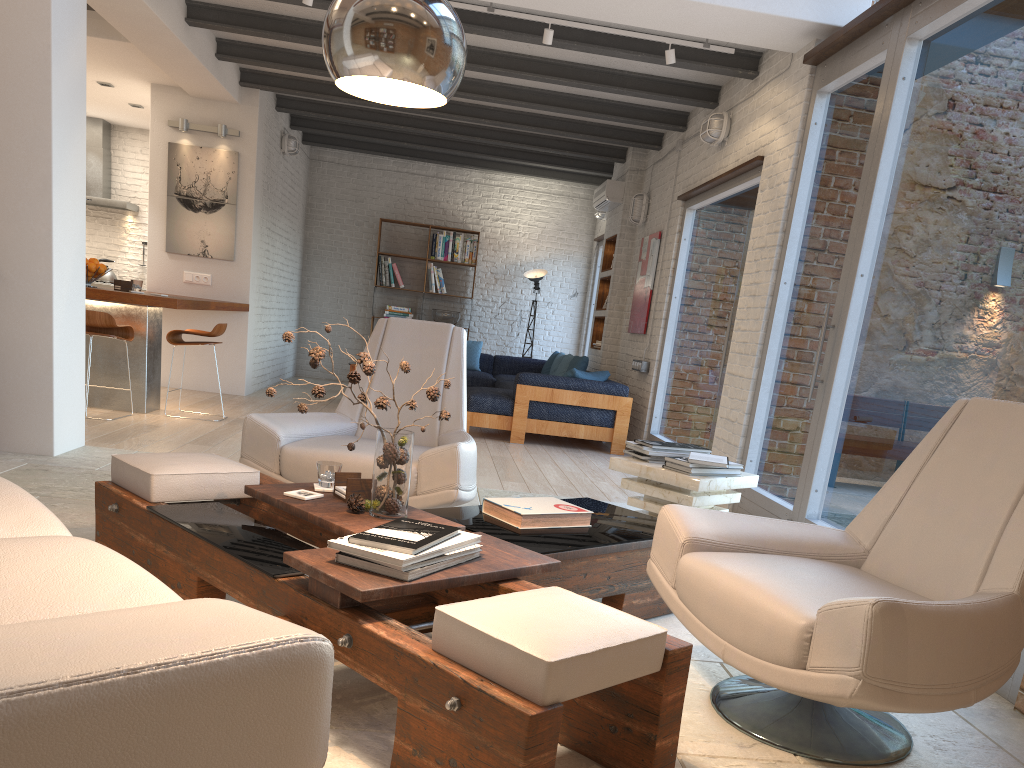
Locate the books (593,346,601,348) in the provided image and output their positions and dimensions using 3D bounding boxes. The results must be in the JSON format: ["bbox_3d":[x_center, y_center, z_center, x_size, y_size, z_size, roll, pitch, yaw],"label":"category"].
[{"bbox_3d":[1.030,-0.427,10.158,0.162,0.017,0.245,8,4,5],"label":"books"}]

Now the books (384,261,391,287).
[{"bbox_3d":[-1.682,-1.483,11.771,0.103,0.344,0.246,6,10,-5],"label":"books"}]

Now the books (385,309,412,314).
[{"bbox_3d":[-1.544,-0.983,11.882,0.356,0.021,0.264,7,4,-7],"label":"books"}]

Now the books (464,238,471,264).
[{"bbox_3d":[-0.601,-1.782,11.751,0.056,0.340,0.246,6,10,-5],"label":"books"}]

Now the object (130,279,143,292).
[{"bbox_3d":[-2.906,-0.761,6.752,0.091,0.087,0.088,9,9,9],"label":"object"}]

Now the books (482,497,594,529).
[{"bbox_3d":[0.094,0.474,3.227,0.327,0.058,0.247,4,5,-35],"label":"books"}]

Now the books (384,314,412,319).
[{"bbox_3d":[-1.560,-0.918,11.884,0.381,0.037,0.237,7,4,-11],"label":"books"}]

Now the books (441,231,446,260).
[{"bbox_3d":[-0.923,-1.849,11.709,0.036,0.396,0.235,6,11,-5],"label":"books"}]

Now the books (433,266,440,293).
[{"bbox_3d":[-1.022,-1.407,11.816,0.125,0.360,0.262,6,10,-5],"label":"books"}]

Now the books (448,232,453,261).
[{"bbox_3d":[-0.829,-1.837,11.714,0.036,0.396,0.235,6,11,-5],"label":"books"}]

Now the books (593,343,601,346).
[{"bbox_3d":[1.041,-0.452,10.140,0.171,0.019,0.229,7,4,-4],"label":"books"}]

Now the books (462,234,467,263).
[{"bbox_3d":[-0.644,-1.816,11.744,0.036,0.396,0.235,6,11,-5],"label":"books"}]

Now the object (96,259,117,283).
[{"bbox_3d":[-4.988,-1.396,10.713,0.260,0.284,0.256,10,9,16],"label":"object"}]

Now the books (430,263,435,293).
[{"bbox_3d":[-1.072,-1.430,11.797,0.104,0.396,0.235,6,11,-5],"label":"books"}]

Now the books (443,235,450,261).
[{"bbox_3d":[-0.881,-1.817,11.735,0.056,0.340,0.246,6,10,-5],"label":"books"}]

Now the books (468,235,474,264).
[{"bbox_3d":[-0.551,-1.804,11.755,0.036,0.396,0.235,6,11,-5],"label":"books"}]

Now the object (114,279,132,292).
[{"bbox_3d":[-3.037,-0.768,6.814,0.112,0.085,0.093,13,10,39],"label":"object"}]

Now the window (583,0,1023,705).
[{"bbox_3d":[2.046,-2.340,5.706,0.649,6.588,11.960,6,6,-5],"label":"window"}]

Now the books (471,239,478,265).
[{"bbox_3d":[-0.507,-1.772,11.782,0.056,0.340,0.246,6,10,-5],"label":"books"}]

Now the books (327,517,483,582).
[{"bbox_3d":[-0.267,0.434,2.333,0.246,0.077,0.395,10,5,27],"label":"books"}]

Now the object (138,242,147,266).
[{"bbox_3d":[-4.387,-1.567,11.055,0.670,0.403,0.135,7,12,-6],"label":"object"}]

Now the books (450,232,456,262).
[{"bbox_3d":[-0.794,-1.834,11.728,0.036,0.396,0.235,6,11,-5],"label":"books"}]

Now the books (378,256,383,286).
[{"bbox_3d":[-1.764,-1.517,11.730,0.091,0.397,0.235,6,11,-5],"label":"books"}]

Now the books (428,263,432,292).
[{"bbox_3d":[-1.111,-1.437,11.815,0.101,0.396,0.235,6,11,-5],"label":"books"}]

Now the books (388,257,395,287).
[{"bbox_3d":[-1.621,-1.497,11.741,0.121,0.393,0.235,6,11,-5],"label":"books"}]

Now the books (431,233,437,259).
[{"bbox_3d":[-1.051,-1.837,11.717,0.056,0.340,0.246,6,10,-5],"label":"books"}]

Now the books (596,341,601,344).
[{"bbox_3d":[1.045,-0.478,10.141,0.132,0.035,0.200,8,4,5],"label":"books"}]

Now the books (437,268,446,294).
[{"bbox_3d":[-0.954,-1.390,11.821,0.158,0.339,0.246,6,10,-5],"label":"books"}]

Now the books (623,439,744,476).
[{"bbox_3d":[0.809,0.344,3.961,0.391,0.082,0.550,6,4,-22],"label":"books"}]

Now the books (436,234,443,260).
[{"bbox_3d":[-0.972,-1.827,11.707,0.056,0.340,0.246,6,10,-5],"label":"books"}]

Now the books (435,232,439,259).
[{"bbox_3d":[-1.010,-1.847,11.716,0.021,0.370,0.262,6,10,-5],"label":"books"}]

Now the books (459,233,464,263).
[{"bbox_3d":[-0.682,-1.821,11.753,0.036,0.396,0.235,6,11,-5],"label":"books"}]

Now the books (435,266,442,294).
[{"bbox_3d":[-1.002,-1.406,11.827,0.125,0.360,0.262,6,10,-5],"label":"books"}]

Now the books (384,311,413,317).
[{"bbox_3d":[-1.544,-0.953,11.870,0.381,0.037,0.236,6,4,-12],"label":"books"}]

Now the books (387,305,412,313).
[{"bbox_3d":[-1.531,-1.020,11.872,0.327,0.057,0.247,7,4,-4],"label":"books"}]

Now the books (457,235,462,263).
[{"bbox_3d":[-0.711,-1.810,11.740,0.021,0.370,0.262,6,10,-5],"label":"books"}]

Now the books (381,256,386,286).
[{"bbox_3d":[-1.728,-1.513,11.741,0.091,0.397,0.235,6,11,-5],"label":"books"}]

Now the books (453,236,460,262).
[{"bbox_3d":[-0.750,-1.799,11.725,0.056,0.340,0.246,6,10,-5],"label":"books"}]

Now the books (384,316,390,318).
[{"bbox_3d":[-1.555,-0.889,11.898,0.356,0.021,0.264,7,4,-6],"label":"books"}]

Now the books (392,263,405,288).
[{"bbox_3d":[-1.536,-1.457,11.781,0.195,0.329,0.246,6,10,-6],"label":"books"}]
